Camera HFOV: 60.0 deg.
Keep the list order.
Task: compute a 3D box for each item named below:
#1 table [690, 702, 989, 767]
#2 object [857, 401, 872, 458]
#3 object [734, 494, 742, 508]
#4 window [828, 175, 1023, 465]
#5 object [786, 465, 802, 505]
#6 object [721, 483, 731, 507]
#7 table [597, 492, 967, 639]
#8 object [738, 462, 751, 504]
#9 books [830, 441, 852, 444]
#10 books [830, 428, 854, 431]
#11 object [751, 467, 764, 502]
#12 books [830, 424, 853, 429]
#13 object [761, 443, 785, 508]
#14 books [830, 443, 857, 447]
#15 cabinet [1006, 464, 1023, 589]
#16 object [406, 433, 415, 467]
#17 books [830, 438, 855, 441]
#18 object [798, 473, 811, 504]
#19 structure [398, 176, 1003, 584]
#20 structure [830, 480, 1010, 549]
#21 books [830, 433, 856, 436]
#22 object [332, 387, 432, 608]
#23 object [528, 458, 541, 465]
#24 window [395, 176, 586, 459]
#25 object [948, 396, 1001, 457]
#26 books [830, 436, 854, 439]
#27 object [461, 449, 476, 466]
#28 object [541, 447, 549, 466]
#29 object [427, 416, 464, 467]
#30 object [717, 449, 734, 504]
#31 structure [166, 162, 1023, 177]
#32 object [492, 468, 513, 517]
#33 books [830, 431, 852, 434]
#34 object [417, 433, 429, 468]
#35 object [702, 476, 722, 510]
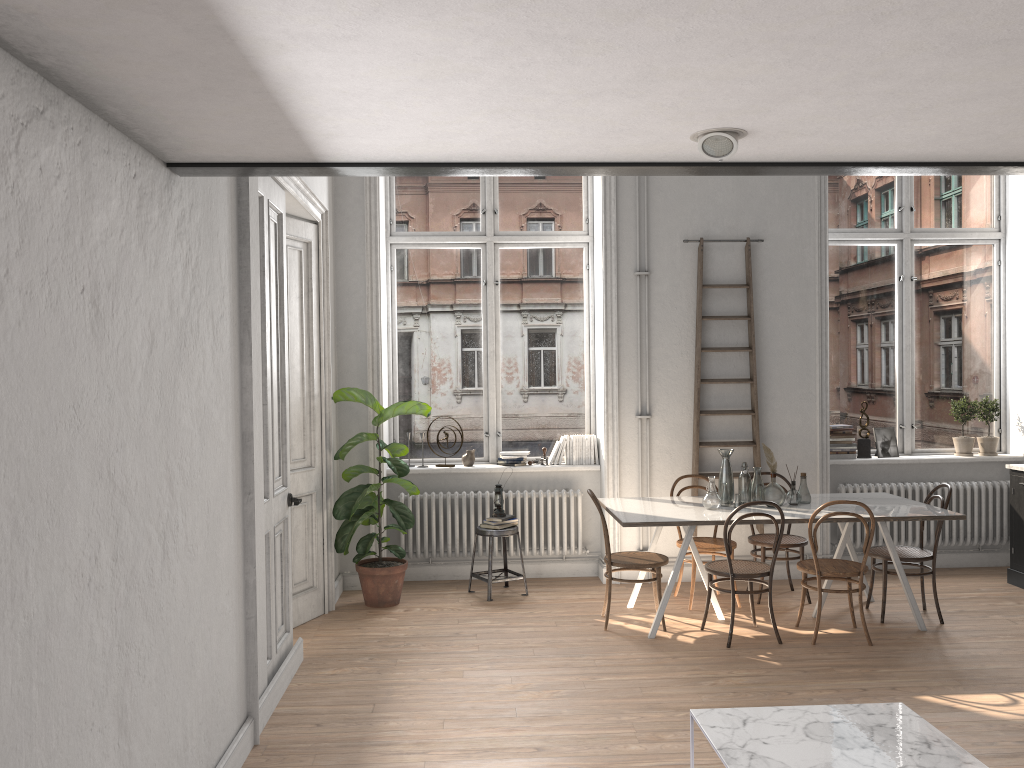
[{"bbox_3d":[1.142,1.463,3.063,0.849,0.392,0.849,-1,1,-3],"label":"table"},{"bbox_3d":[3.041,0.393,7.663,0.122,0.488,0.102,0,1,22],"label":"object"},{"bbox_3d":[1.545,0.799,6.064,0.058,0.094,0.058,0,1,25],"label":"object"},{"bbox_3d":[9.546,-5.291,11.059,14.385,15.938,26.394,-1,1,-3],"label":"window"},{"bbox_3d":[1.958,0.698,6.169,0.107,0.283,0.106,-1,1,-8],"label":"object"},{"bbox_3d":[1.479,0.767,6.154,0.083,0.158,0.083,-1,1,-7],"label":"object"},{"bbox_3d":[1.767,1.232,6.135,2.200,0.780,1.100,-1,1,-3],"label":"table"},{"bbox_3d":[1.617,0.693,6.161,0.086,0.301,0.086,-1,1,-17],"label":"object"},{"bbox_3d":[2.815,0.498,7.648,0.205,0.022,0.155,-1,1,11],"label":"books"},{"bbox_3d":[2.813,0.389,7.647,0.205,0.020,0.155,-1,1,-3],"label":"books"},{"bbox_3d":[1.727,0.714,6.240,0.098,0.255,0.100,-1,1,-26],"label":"object"},{"bbox_3d":[2.807,0.367,7.655,0.201,0.024,0.159,-1,1,-13],"label":"books"},{"bbox_3d":[1.792,0.620,6.080,0.157,0.446,0.157,0,1,15],"label":"object"},{"bbox_3d":[2.810,0.522,7.653,0.245,0.028,0.193,-1,1,-8],"label":"books"},{"bbox_3d":[4.300,-0.194,5.433,0.635,3.583,3.250,-1,1,-3],"label":"cabinet"},{"bbox_3d":[-0.869,0.555,7.486,0.095,0.289,0.095,0,1,29],"label":"object"},{"bbox_3d":[2.817,0.474,7.654,0.222,0.024,0.158,-1,1,-3],"label":"books"},{"bbox_3d":[2.055,0.731,6.250,0.101,0.212,0.101,0,1,36],"label":"object"},{"bbox_3d":[1.624,-0.624,7.336,5.182,4.474,0.340,-1,1,-3],"label":"structure"},{"bbox_3d":[3.485,1.104,7.536,1.577,0.552,0.194,-1,1,-3],"label":"structure"},{"bbox_3d":[2.808,0.432,7.647,0.244,0.019,0.174,-1,1,-3],"label":"books"},{"bbox_3d":[1.554,0.699,6.543,5.827,1.842,0.792,-1,1,2],"label":"object"},{"bbox_3d":[0.187,0.661,7.521,0.088,0.048,0.153,0,1,37],"label":"object"},{"bbox_3d":[-0.183,-0.780,7.650,1.622,2.843,0.013,-1,1,-3],"label":"window"},{"bbox_3d":[4.024,0.362,7.716,0.500,0.524,0.234,-1,1,-14],"label":"object"},{"bbox_3d":[2.814,0.452,7.647,0.205,0.022,0.155,-1,1,-8],"label":"books"},{"bbox_3d":[-0.367,0.622,7.472,0.100,0.142,0.102,-1,1,-28],"label":"object"},{"bbox_3d":[0.275,0.609,7.468,0.048,0.153,0.088,-1,1,-33],"label":"object"},{"bbox_3d":[-0.561,0.483,7.463,0.347,0.425,0.087,0,1,30],"label":"object"},{"bbox_3d":[1.513,0.653,6.267,0.116,0.383,0.116,-1,1,8],"label":"object"},{"bbox_3d":[1.844,-1.383,1.299,5.927,1.213,4.157,-1,1,-3],"label":"structure"},{"bbox_3d":[-0.080,0.849,6.987,0.163,0.383,0.154,-1,1,-29],"label":"object"},{"bbox_3d":[2.800,0.411,7.646,0.231,0.023,0.162,-1,1,13],"label":"books"},{"bbox_3d":[-0.749,0.555,7.434,0.095,0.289,0.095,0,1,20],"label":"object"},{"bbox_3d":[1.357,0.739,6.020,0.132,0.219,0.132,-1,1,-14],"label":"object"}]
